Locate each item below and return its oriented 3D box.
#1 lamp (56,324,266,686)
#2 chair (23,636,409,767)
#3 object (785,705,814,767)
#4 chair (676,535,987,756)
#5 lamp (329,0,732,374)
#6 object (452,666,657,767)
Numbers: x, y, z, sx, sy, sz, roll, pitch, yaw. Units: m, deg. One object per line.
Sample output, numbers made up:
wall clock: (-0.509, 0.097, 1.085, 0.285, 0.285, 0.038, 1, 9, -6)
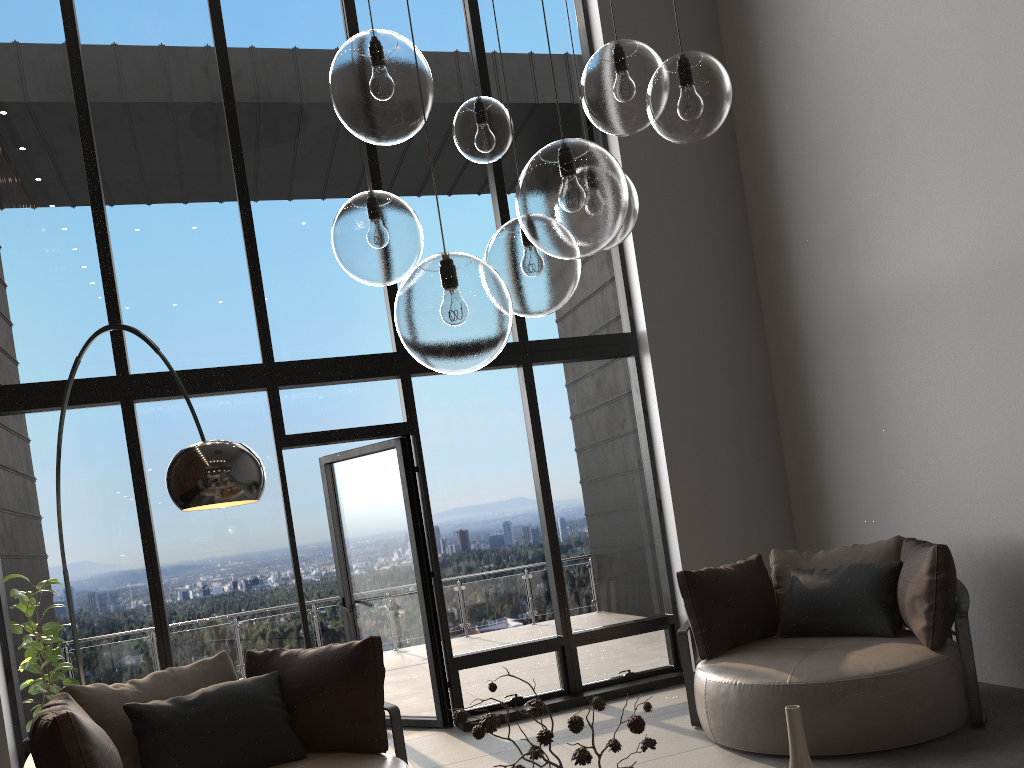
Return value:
lamp: (-1.485, 0.921, 3.589, 0.316, 2.325, 2.066, -9, -3, -42)
chair: (-1.121, 1.576, 3.512, 1.486, 0.895, 1.453, -10, -6, 9)
object: (0.627, 0.984, 2.090, 0.316, 0.396, 0.322, -9, -3, 1)
chair: (1.657, 1.345, 4.682, 1.442, 0.895, 1.498, -8, -7, -1)
lamp: (-0.271, -2.456, 2.118, 1.222, 4.980, 1.242, -8, 0, -21)
object: (0.092, 0.962, 2.080, 0.322, 0.600, 0.538, -10, -4, 43)
